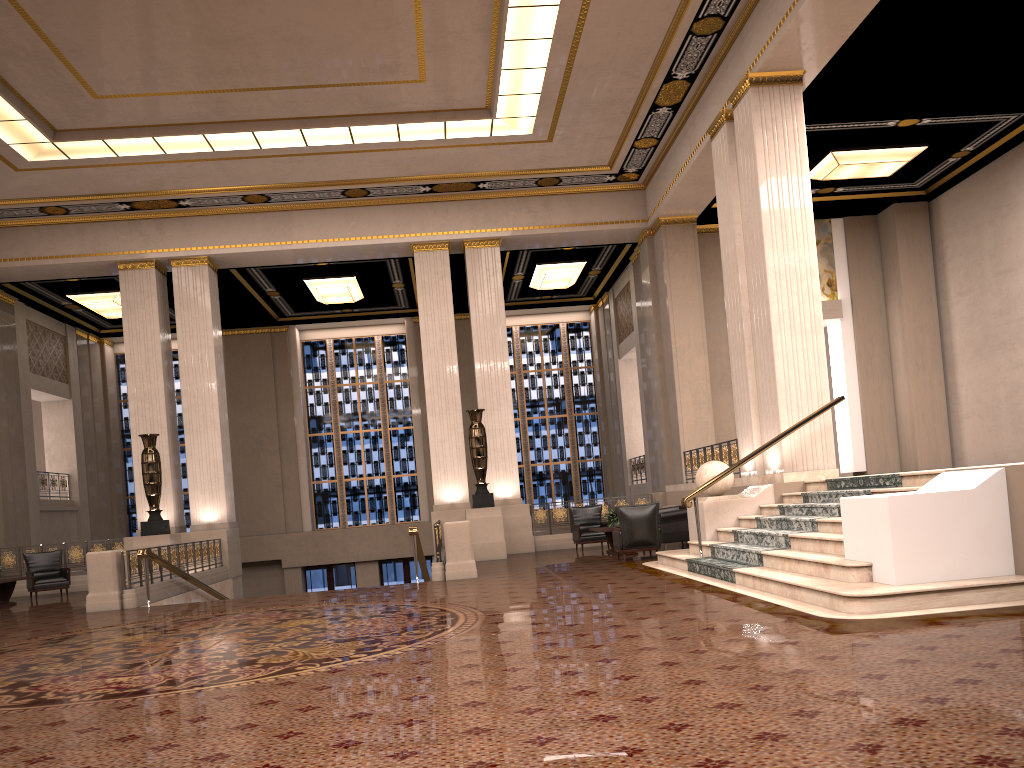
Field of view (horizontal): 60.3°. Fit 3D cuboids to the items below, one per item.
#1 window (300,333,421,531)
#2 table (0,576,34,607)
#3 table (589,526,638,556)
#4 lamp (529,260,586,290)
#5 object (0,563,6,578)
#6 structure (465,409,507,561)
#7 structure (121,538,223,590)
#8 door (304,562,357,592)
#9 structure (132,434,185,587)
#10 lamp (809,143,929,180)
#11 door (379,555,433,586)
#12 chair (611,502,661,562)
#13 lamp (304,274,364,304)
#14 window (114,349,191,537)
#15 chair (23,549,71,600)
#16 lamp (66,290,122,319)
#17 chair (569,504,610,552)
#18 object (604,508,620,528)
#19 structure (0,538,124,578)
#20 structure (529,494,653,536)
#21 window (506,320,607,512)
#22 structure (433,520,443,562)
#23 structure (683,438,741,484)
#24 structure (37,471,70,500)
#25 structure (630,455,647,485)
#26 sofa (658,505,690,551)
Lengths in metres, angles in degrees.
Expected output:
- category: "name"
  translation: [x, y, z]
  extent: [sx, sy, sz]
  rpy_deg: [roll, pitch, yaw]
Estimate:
- category: "window"
  translation: [-4.251, 1.336, 24.840]
  extent: [2.985, 5.344, 0.069]
  rpy_deg: [-5, -1, -4]
- category: "table"
  translation: [-8.488, 3.414, 14.232]
  extent: [0.838, 0.433, 1.488]
  rpy_deg: [-4, -7, -4]
- category: "table"
  translation: [1.842, 2.650, 14.949]
  extent: [0.838, 0.433, 1.488]
  rpy_deg: [-4, -7, -4]
- category: "lamp"
  translation: [1.090, -2.612, 21.488]
  extent: [1.166, 0.213, 2.034]
  rpy_deg: [-4, -8, -4]
- category: "object"
  translation: [-8.414, 2.985, 14.133]
  extent: [0.505, 0.375, 0.525]
  rpy_deg: [-8, -6, 28]
- category: "structure"
  translation: [-0.578, 1.869, 16.385]
  extent: [0.700, 2.781, 0.703]
  rpy_deg: [-5, -2, -4]
- category: "structure"
  translation: [-5.441, 2.898, 14.524]
  extent: [0.079, 0.534, 4.979]
  rpy_deg: [-5, -8, -4]
- category: "door"
  translation: [-4.903, 6.276, 24.193]
  extent: [1.490, 2.717, 0.155]
  rpy_deg: [-5, -1, -4]
- category: "structure"
  translation: [-6.473, 2.305, 15.976]
  extent: [0.700, 2.781, 0.703]
  rpy_deg: [-5, -2, -4]
- category: "lamp"
  translation: [6.199, -3.850, 15.508]
  extent: [1.714, 0.213, 1.178]
  rpy_deg: [-4, -8, -4]
- category: "door"
  translation: [-2.826, 6.122, 24.337]
  extent: [1.490, 2.717, 0.155]
  rpy_deg: [-5, -1, -4]
- category: "chair"
  translation: [1.860, 2.209, 13.199]
  extent: [0.647, 0.841, 0.722]
  rpy_deg: [-5, -4, -4]
- category: "lamp"
  translation: [-4.230, -2.219, 21.119]
  extent: [1.166, 0.213, 2.034]
  rpy_deg: [-4, -8, -4]
- category: "window"
  translation: [-9.325, 1.711, 24.488]
  extent: [2.985, 5.344, 0.069]
  rpy_deg: [-5, -1, -4]
- category: "chair"
  translation: [-8.399, 3.436, 15.929]
  extent: [0.646, 0.841, 0.723]
  rpy_deg: [-2, -5, -39]
- category: "lamp"
  translation: [-9.460, -1.832, 20.757]
  extent: [1.166, 0.213, 2.034]
  rpy_deg: [-4, -8, -4]
- category: "chair"
  translation: [1.479, 2.705, 16.618]
  extent: [0.646, 0.841, 0.723]
  rpy_deg: [-4, -4, -9]
- category: "object"
  translation: [1.795, 2.243, 14.942]
  extent: [0.505, 0.375, 0.525]
  rpy_deg: [-8, -6, 28]
- category: "structure"
  translation: [-8.748, 3.427, 17.194]
  extent: [2.533, 0.653, 0.032]
  rpy_deg: [-4, -1, -4]
- category: "structure"
  translation: [1.636, 2.659, 17.914]
  extent: [2.533, 0.653, 0.032]
  rpy_deg: [-4, -1, -4]
- category: "window"
  translation: [0.998, 0.948, 25.204]
  extent: [2.985, 5.344, 0.069]
  rpy_deg: [-5, -1, -4]
- category: "structure"
  translation: [-1.232, 2.586, 14.816]
  extent: [0.079, 0.534, 4.979]
  rpy_deg: [-5, -8, -5]
- category: "structure"
  translation: [3.463, 1.358, 15.162]
  extent: [0.032, 0.621, 3.726]
  rpy_deg: [-5, -8, -5]
- category: "structure"
  translation: [-10.865, 2.397, 20.665]
  extent: [0.031, 0.664, 2.174]
  rpy_deg: [-5, -7, -4]
- category: "structure"
  translation: [3.156, 2.104, 21.617]
  extent: [0.031, 0.664, 2.174]
  rpy_deg: [-5, -7, -4]
- category: "sofa"
  translation: [2.744, 2.449, 15.018]
  extent: [0.874, 0.703, 1.939]
  rpy_deg: [-4, -7, -4]
